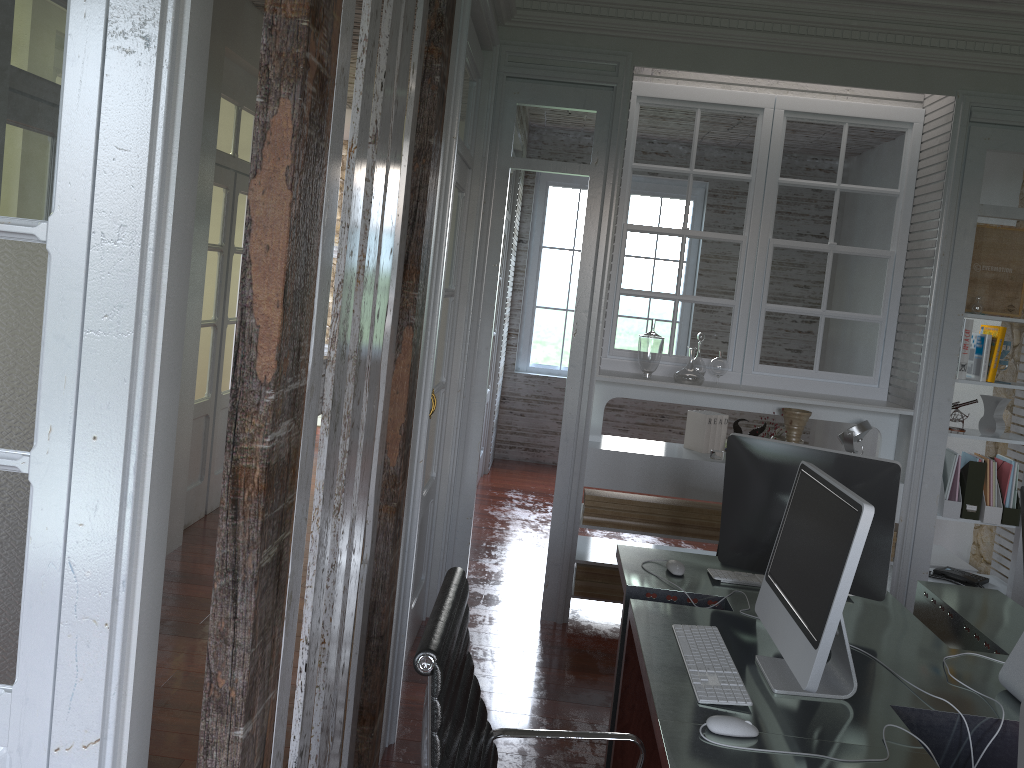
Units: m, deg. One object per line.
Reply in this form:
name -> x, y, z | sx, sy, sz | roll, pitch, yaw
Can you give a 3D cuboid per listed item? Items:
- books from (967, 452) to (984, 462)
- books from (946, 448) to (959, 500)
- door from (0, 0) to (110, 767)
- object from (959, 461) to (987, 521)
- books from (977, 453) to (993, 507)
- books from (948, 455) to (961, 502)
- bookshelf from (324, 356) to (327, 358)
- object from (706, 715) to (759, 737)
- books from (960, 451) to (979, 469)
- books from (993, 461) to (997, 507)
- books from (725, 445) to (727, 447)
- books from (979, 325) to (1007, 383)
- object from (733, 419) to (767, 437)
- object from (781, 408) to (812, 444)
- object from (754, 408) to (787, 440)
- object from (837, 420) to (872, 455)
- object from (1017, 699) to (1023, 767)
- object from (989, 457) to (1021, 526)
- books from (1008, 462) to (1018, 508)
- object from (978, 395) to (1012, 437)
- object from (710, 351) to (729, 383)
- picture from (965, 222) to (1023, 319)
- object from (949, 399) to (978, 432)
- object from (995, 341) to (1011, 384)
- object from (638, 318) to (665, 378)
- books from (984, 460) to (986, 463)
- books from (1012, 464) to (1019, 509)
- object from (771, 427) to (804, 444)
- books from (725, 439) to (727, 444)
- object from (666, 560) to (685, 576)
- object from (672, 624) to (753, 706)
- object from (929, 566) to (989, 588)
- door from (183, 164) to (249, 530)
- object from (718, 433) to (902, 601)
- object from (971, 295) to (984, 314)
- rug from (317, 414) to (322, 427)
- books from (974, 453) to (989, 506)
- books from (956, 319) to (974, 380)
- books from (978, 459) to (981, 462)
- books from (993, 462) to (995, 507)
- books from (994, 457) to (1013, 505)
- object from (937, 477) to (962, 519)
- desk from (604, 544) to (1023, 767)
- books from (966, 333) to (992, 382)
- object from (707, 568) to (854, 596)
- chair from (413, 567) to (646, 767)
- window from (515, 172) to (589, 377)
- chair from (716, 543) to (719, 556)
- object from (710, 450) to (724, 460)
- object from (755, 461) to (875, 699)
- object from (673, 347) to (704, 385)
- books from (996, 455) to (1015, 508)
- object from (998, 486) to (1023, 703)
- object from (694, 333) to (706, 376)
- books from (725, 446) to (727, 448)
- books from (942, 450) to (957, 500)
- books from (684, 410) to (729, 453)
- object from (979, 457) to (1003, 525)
books -> 2.217, 0.487, 4.270 | 0.009, 0.287, 0.194 | 7, 4, 7
books -> 2.108, 0.467, 4.305 | 0.038, 0.295, 0.180 | 7, 4, 10
door -> -1.331, 0.171, 1.680 | 1.058, 2.172, 0.041 | 6, 3, 3
object -> 2.195, 0.492, 4.288 | 0.078, 0.277, 0.246 | 7, 5, 7
books -> 2.275, 0.494, 4.266 | 0.045, 0.286, 0.194 | 7, 4, 8
books -> 2.133, 0.476, 4.293 | 0.022, 0.287, 0.194 | 7, 4, 10
bookshelf -> -2.252, -0.047, 9.967 | 1.400, 0.548, 0.402 | 6, 4, 3
object -> 0.450, 0.696, 1.806 | 0.106, 0.028, 0.059 | 6, 6, 1
books -> 2.181, 0.482, 4.274 | 0.039, 0.287, 0.194 | 7, 4, 7
books -> 2.294, 0.503, 4.263 | 0.045, 0.286, 0.194 | 7, 4, 8
books -> 1.171, 0.321, 4.570 | 0.168, 0.007, 0.191 | 2, 8, -32
books -> 2.291, -0.149, 4.266 | 0.055, 0.267, 0.193 | 6, 4, 2
object -> 1.161, 0.278, 4.391 | 0.158, 0.179, 0.383 | 9, 6, 28
object -> 1.352, 0.264, 4.260 | 0.144, 0.278, 0.144 | 7, 4, 16
object -> 1.239, 0.252, 4.215 | 0.128, 0.286, 0.129 | 4, 4, -31
object -> 1.643, 0.301, 4.252 | 0.167, 0.271, 0.188 | 9, 5, 37
object -> 0.766, 0.599, 0.943 | 0.484, 0.483, 0.190 | 6, 4, 3
object -> 2.365, 0.514, 4.259 | 0.078, 0.277, 0.240 | 7, 5, 6
books -> 2.378, 0.503, 4.276 | 0.013, 0.287, 0.195 | 7, 4, 6
object -> 2.302, 0.155, 4.236 | 0.063, 0.188, 0.127 | 4, 5, -25
object -> 1.033, -0.070, 4.422 | 0.094, 0.187, 0.094 | 4, 4, -23
picture -> 2.290, -0.539, 4.209 | 0.326, 0.433, 0.009 | 6, 3, 3
object -> 2.112, 0.140, 4.218 | 0.178, 0.161, 0.092 | 9, 5, 30
object -> 2.355, -0.133, 4.273 | 0.078, 0.248, 0.116 | 6, 4, 2
object -> 0.679, -0.165, 4.351 | 0.129, 0.314, 0.129 | 8, 4, 27
books -> 2.225, 0.492, 4.271 | 0.007, 0.281, 0.194 | 7, 4, 7
books -> 2.392, 0.509, 4.274 | 0.024, 0.281, 0.195 | 7, 4, 6
object -> 1.392, 0.303, 4.510 | 0.159, 0.152, 0.217 | 5, 6, -12
books -> 1.172, 0.307, 4.571 | 0.168, 0.007, 0.191 | 3, 7, -26
object -> 0.525, 0.585, 2.833 | 0.059, 0.028, 0.107 | 6, 6, 1
object -> 0.473, 0.668, 2.133 | 0.118, 0.017, 0.441 | 6, 6, 2
object -> 2.194, 0.943, 4.345 | 0.237, 0.040, 0.295 | 0, 9, -42
door -> -1.761, -0.237, 5.296 | 0.041, 2.079, 1.080 | 6, 4, 2
object -> 0.844, 0.420, 2.580 | 0.485, 0.483, 0.189 | 9, 4, 27
object -> 2.177, -0.370, 4.138 | 0.056, 0.089, 0.056 | 7, 4, 5
rug -> -2.015, 0.336, 9.193 | 1.068, 0.016, 1.072 | 6, 6, 2
books -> 2.266, 0.487, 4.273 | 0.045, 0.281, 0.180 | 7, 4, 8
books -> 2.152, -0.176, 4.298 | 0.042, 0.285, 0.216 | 6, 4, 2
books -> 2.203, 0.488, 4.269 | 0.030, 0.282, 0.180 | 7, 4, 7
books -> 2.284, 0.499, 4.263 | 0.043, 0.280, 0.194 | 7, 4, 8
books -> 2.346, 0.507, 4.278 | 0.024, 0.276, 0.195 | 7, 4, 6
object -> 2.105, 0.483, 4.280 | 0.078, 0.277, 0.239 | 7, 5, 10
desk -> 0.908, 1.124, 1.819 | 1.300, 0.725, 2.518 | 6, 6, 2
books -> 2.249, -0.131, 4.270 | 0.026, 0.222, 0.162 | 6, 4, 2
object -> 0.849, 0.629, 2.812 | 0.439, 0.017, 0.119 | 6, 6, 3
chair -> 0.104, 0.924, 1.556 | 0.699, 1.019, 0.668 | 6, 4, -3
window -> 0.890, -0.926, 8.036 | 1.539, 1.932, 0.127 | 6, 3, 3
chair -> 0.871, 0.867, 3.257 | 0.477, 0.916, 0.601 | 9, 5, 32
object -> 0.981, 0.341, 4.237 | 0.066, 0.040, 0.066 | 1, 7, -40
object -> 0.718, 0.463, 2.084 | 0.189, 0.483, 0.485 | 6, 5, 2
object -> 0.858, -0.077, 4.265 | 0.148, 0.200, 0.149 | 5, 5, -15
books -> 2.367, 0.500, 4.284 | 0.030, 0.289, 0.180 | 7, 4, 6
object -> 1.309, 0.527, 2.082 | 0.189, 0.483, 0.485 | 6, 5, 2
object -> 0.922, -0.119, 4.380 | 0.088, 0.270, 0.088 | 6, 4, -3
books -> 1.170, 0.328, 4.571 | 0.168, 0.007, 0.191 | 2, 8, -32
books -> 2.092, 0.468, 4.301 | 0.037, 0.287, 0.194 | 7, 4, 10
books -> 0.985, 0.241, 4.490 | 0.150, 0.193, 0.144 | 3, 5, -32
object -> 2.276, 0.505, 4.248 | 0.078, 0.277, 0.239 | 7, 5, 8
